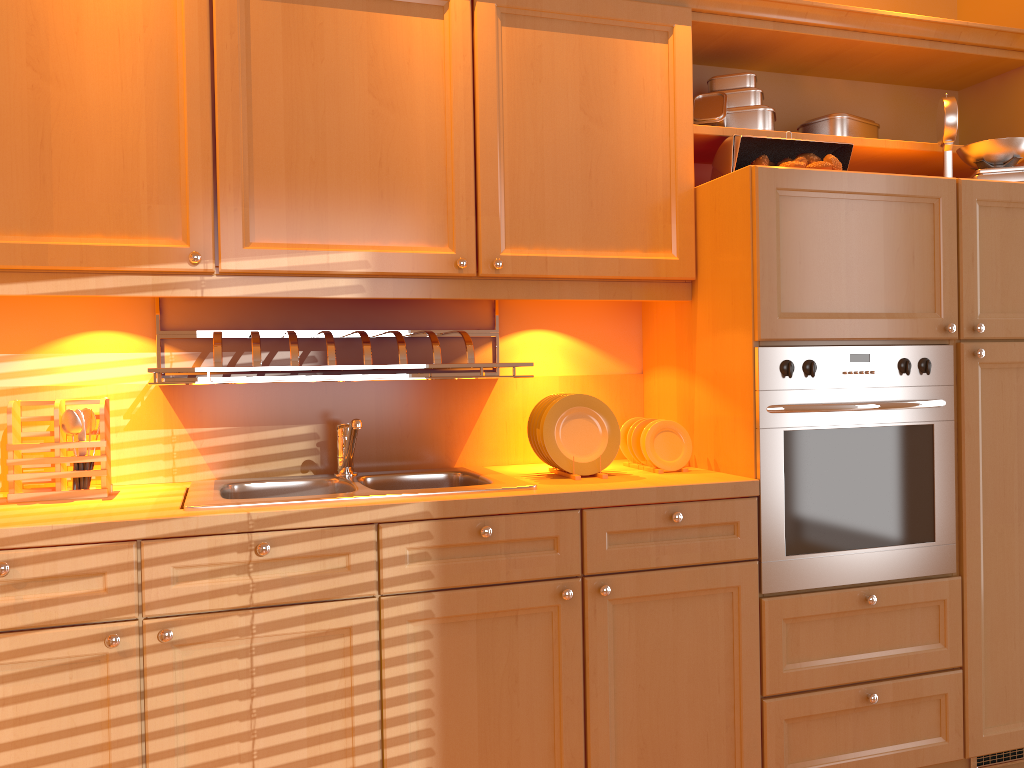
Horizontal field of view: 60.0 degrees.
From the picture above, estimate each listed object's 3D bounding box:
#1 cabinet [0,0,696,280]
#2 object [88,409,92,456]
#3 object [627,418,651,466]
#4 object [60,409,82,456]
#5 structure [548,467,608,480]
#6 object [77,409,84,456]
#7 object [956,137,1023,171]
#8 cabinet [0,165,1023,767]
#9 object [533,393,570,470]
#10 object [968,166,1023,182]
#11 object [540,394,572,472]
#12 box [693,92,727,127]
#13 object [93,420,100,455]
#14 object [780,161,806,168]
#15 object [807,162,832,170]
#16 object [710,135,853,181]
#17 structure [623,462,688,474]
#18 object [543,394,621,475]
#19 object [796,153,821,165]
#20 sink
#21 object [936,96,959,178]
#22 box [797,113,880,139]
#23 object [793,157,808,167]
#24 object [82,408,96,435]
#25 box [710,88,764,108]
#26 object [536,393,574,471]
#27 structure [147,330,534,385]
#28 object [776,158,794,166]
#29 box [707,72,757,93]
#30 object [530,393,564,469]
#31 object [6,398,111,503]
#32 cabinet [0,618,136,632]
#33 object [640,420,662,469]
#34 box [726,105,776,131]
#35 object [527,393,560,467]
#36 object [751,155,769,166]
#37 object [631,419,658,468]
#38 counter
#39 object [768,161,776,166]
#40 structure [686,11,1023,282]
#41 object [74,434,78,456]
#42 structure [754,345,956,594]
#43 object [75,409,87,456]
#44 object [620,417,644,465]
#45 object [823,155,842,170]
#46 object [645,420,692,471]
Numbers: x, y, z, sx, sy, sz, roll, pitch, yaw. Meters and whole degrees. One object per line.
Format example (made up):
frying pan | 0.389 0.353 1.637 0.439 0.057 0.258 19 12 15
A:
cabinet | -0.424 -0.612 2.206 1.792 0.712 0.332 -1 1 -18
object | -0.956 0.154 1.998 0.022 0.196 0.018 -1 1 -14
object | 0.369 0.157 2.379 0.133 0.129 0.037 -1 1 -18
object | -0.974 0.152 1.977 0.040 0.192 0.042 -1 1 33
structure | 0.165 0.225 2.253 0.084 0.010 0.219 -1 1 -15
object | -0.976 0.154 2.008 0.018 0.196 0.023 -1 1 -13
object | 1.356 -0.628 2.485 0.199 0.075 0.199 0 1 41
cabinet | 0.209 0.337 2.263 3.000 1.700 0.625 -1 1 -18
object | 0.152 0.124 2.283 0.205 0.200 0.049 -1 1 -16
object | 1.357 -0.563 2.486 0.156 0.053 0.179 -1 1 16
object | 0.166 0.124 2.228 0.205 0.200 0.049 -1 1 -16
box | 0.551 -0.758 2.479 0.098 0.129 0.117 -1 1 18
object | -0.952 0.163 2.017 0.044 0.178 0.019 -2 1 -41
object | 0.717 -0.552 2.268 0.066 0.034 0.069 -1 1 0
object | 0.791 -0.555 2.287 0.065 0.036 0.062 -1 1 -5
object | 0.733 -0.585 2.348 0.400 0.123 0.280 -1 1 -18
structure | 0.378 0.220 2.355 0.084 0.010 0.219 -1 1 -17
object | 0.174 0.125 2.201 0.205 0.200 0.049 -1 1 -16
object | 0.787 -0.592 2.355 0.063 0.047 0.061 -1 1 30
sink | -0.366 0.248 2.086 0.746 0.336 0.465 -1 1 -18
object | 1.238 -0.677 2.519 0.039 0.271 0.134 -1 1 16
box | 0.993 -0.750 2.697 0.242 0.090 0.169 -2 1 -37
object | 0.745 -0.565 2.323 0.065 0.056 0.056 -2 1 -34
object | -0.979 0.151 2.026 0.040 0.192 0.042 -1 1 32
box | 0.644 -0.811 2.589 0.177 0.066 0.124 -1 1 18
object | 0.159 0.124 2.255 0.205 0.200 0.049 -1 1 -16
structure | -0.419 -0.070 2.227 0.900 0.126 0.300 -1 1 -18
object | 0.732 -0.569 2.372 0.066 0.063 0.061 -1 1 -11
box | 0.643 -0.866 2.589 0.140 0.052 0.098 -1 1 18
object | 0.145 0.124 2.310 0.205 0.200 0.049 -1 1 -16
object | -1.019 0.145 2.003 0.200 0.221 0.103 -1 1 -18
cabinet | -0.987 0.809 0.707 1.141 0.840 2.850 -1 1 -18
object | 0.393 0.157 2.300 0.133 0.129 0.037 -1 1 -18
box | 0.645 -0.742 2.590 0.242 0.090 0.169 -1 1 18
object | 0.137 0.124 2.337 0.205 0.200 0.049 -1 1 -16
object | 0.645 -0.566 2.322 0.055 0.064 0.069 -1 1 -14
object | 0.377 0.157 2.353 0.133 0.129 0.037 -1 1 -18
counter | -0.367 0.261 2.089 1.800 0.038 0.600 -1 1 -18
object | 0.679 -0.567 2.377 0.069 0.061 0.037 -2 1 -35
structure | 0.045 -0.828 1.589 4.091 1.148 1.061 -2 1 -44
object | -0.990 0.164 2.018 0.019 0.178 0.044 -1 1 -22
structure | 0.861 0.198 2.163 0.576 0.583 0.066 -1 1 -18
object | -0.964 0.154 1.990 0.017 0.196 0.020 -1 1 8
object | 0.353 0.156 2.432 0.133 0.129 0.037 -1 1 -16
object | 0.839 -0.567 2.319 0.045 0.064 0.066 -1 1 33
object | 0.401 0.157 2.274 0.133 0.129 0.037 -1 1 -18
